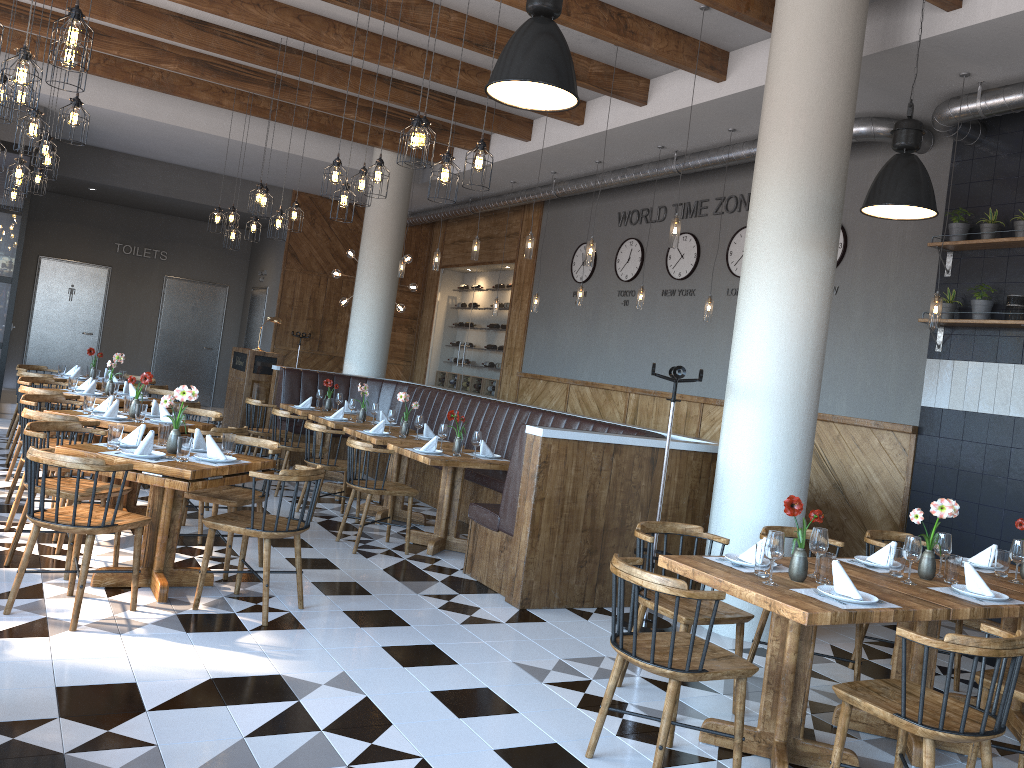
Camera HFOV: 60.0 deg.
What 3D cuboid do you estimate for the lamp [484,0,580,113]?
[{"bbox_3d":[0.205,-2.086,3.614,0.389,1.867,0.391,9,-2,-42],"label":"lamp"}]

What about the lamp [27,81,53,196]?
[{"bbox_3d":[-4.995,-3.076,9.576,0.175,2.073,0.175,8,-2,-17],"label":"lamp"}]

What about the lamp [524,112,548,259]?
[{"bbox_3d":[0.285,-2.202,8.705,0.078,1.966,0.078,8,-2,-11],"label":"lamp"}]

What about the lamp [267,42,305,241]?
[{"bbox_3d":[-2.192,-2.455,8.790,0.175,2.073,0.174,6,-2,43],"label":"lamp"}]

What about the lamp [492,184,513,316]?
[{"bbox_3d":[-0.107,-1.917,12.238,0.078,1.966,0.078,8,-2,2],"label":"lamp"}]

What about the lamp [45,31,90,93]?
[{"bbox_3d":[-2.175,-2.562,4.612,0.175,2.073,0.174,7,-2,35],"label":"lamp"}]

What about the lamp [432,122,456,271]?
[{"bbox_3d":[-0.782,-2.323,10.566,0.078,1.966,0.078,9,-2,-44],"label":"lamp"}]

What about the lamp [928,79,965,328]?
[{"bbox_3d":[3.188,-1.383,6.451,0.078,1.966,0.078,8,-2,2],"label":"lamp"}]

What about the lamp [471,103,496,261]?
[{"bbox_3d":[-0.282,-2.328,9.710,0.078,1.966,0.078,8,-2,5],"label":"lamp"}]

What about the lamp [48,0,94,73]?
[{"bbox_3d":[-2.068,-2.602,4.430,0.174,2.073,0.175,9,-2,-44],"label":"lamp"}]

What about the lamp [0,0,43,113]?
[{"bbox_3d":[-2.328,-2.404,4.436,0.174,2.073,0.175,9,-2,-44],"label":"lamp"}]

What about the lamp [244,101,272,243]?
[{"bbox_3d":[-2.936,-2.713,10.488,0.175,2.073,0.175,8,-2,-20],"label":"lamp"}]

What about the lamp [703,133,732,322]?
[{"bbox_3d":[2.003,-1.571,8.531,0.078,1.966,0.078,7,-2,10],"label":"lamp"}]

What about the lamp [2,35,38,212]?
[{"bbox_3d":[-5.139,-2.859,9.368,0.175,2.073,0.175,8,-2,-17],"label":"lamp"}]

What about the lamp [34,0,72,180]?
[{"bbox_3d":[-4.021,-2.862,7.921,0.175,2.073,0.174,6,-2,44],"label":"lamp"}]

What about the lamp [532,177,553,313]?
[{"bbox_3d":[0.420,-1.891,11.327,0.078,1.966,0.078,9,-2,-44],"label":"lamp"}]

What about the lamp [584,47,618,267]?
[{"bbox_3d":[0.801,-2.003,7.771,0.078,1.966,0.078,7,-2,10],"label":"lamp"}]

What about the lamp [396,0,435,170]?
[{"bbox_3d":[-0.470,-2.345,5.385,0.174,2.073,0.175,8,-2,-23],"label":"lamp"}]

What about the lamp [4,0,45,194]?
[{"bbox_3d":[-4.197,-2.708,7.767,0.174,2.073,0.175,9,-2,-35],"label":"lamp"}]

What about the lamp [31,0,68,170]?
[{"bbox_3d":[-3.942,-2.906,7.727,0.174,2.073,0.175,9,-2,-35],"label":"lamp"}]

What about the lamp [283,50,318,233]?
[{"bbox_3d":[-2.088,-2.576,8.997,0.175,2.073,0.174,7,-2,10],"label":"lamp"}]

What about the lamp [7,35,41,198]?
[{"bbox_3d":[-4.988,-2.968,9.196,0.175,2.073,0.174,6,-2,39],"label":"lamp"}]

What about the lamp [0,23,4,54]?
[{"bbox_3d":[-2.406,-2.544,4.241,0.175,2.073,0.174,7,-2,13],"label":"lamp"}]

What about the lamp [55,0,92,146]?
[{"bbox_3d":[-2.771,-2.618,5.865,0.174,2.073,0.175,9,-2,-44],"label":"lamp"}]

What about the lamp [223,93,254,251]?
[{"bbox_3d":[-3.172,-2.612,10.460,0.175,2.073,0.174,7,-2,14],"label":"lamp"}]

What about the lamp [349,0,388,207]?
[{"bbox_3d":[-1.080,-2.454,7.081,0.175,2.073,0.174,7,-2,20],"label":"lamp"}]

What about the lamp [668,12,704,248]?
[{"bbox_3d":[1.363,-2.019,6.811,0.078,1.966,0.078,7,-2,36],"label":"lamp"}]

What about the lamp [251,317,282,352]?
[{"bbox_3d":[-3.278,-0.535,11.759,0.170,0.757,0.444,7,-1,35],"label":"lamp"}]

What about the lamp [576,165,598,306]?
[{"bbox_3d":[0.920,-1.896,10.471,0.078,1.966,0.078,8,-2,5],"label":"lamp"}]

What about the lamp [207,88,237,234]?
[{"bbox_3d":[-3.361,-2.814,10.484,0.175,2.073,0.175,8,-2,3],"label":"lamp"}]

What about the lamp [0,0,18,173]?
[{"bbox_3d":[-4.304,-2.851,7.589,0.175,2.073,0.174,7,-2,21],"label":"lamp"}]

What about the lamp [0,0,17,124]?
[{"bbox_3d":[-3.155,-2.711,5.681,0.174,2.073,0.175,8,-2,-22],"label":"lamp"}]

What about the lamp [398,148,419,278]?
[{"bbox_3d":[-1.309,-2.349,11.477,0.078,1.966,0.078,8,-2,2],"label":"lamp"}]

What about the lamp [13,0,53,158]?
[{"bbox_3d":[-2.977,-2.512,5.748,0.175,2.073,0.175,8,-2,-11],"label":"lamp"}]

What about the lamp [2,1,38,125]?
[{"bbox_3d":[-3.132,-2.768,5.890,0.175,2.073,0.175,8,-2,-11],"label":"lamp"}]

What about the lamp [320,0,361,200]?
[{"bbox_3d":[-1.207,-2.421,6.663,0.175,2.073,0.175,8,-2,-3],"label":"lamp"}]

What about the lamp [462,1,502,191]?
[{"bbox_3d":[-0.090,-2.254,5.576,0.175,2.073,0.174,6,-2,45],"label":"lamp"}]

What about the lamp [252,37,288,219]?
[{"bbox_3d":[-2.290,-2.641,8.619,0.175,2.073,0.174,7,-2,32],"label":"lamp"}]

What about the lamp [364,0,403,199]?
[{"bbox_3d":[-0.929,-2.489,6.932,0.175,2.073,0.174,7,-2,31],"label":"lamp"}]

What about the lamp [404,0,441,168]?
[{"bbox_3d":[-0.452,-2.403,5.594,0.175,2.073,0.175,8,-2,-12],"label":"lamp"}]

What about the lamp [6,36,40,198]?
[{"bbox_3d":[-5.209,-3.048,9.567,0.174,2.073,0.175,8,-2,-28],"label":"lamp"}]

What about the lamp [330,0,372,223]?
[{"bbox_3d":[-1.184,-2.289,6.877,0.175,2.073,0.174,7,-2,31],"label":"lamp"}]

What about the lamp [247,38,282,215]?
[{"bbox_3d":[-2.391,-2.714,8.798,0.175,2.073,0.174,6,-2,43],"label":"lamp"}]

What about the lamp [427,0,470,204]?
[{"bbox_3d":[-0.294,-2.147,5.455,0.175,2.073,0.175,8,-2,-12],"label":"lamp"}]

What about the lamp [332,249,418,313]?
[{"bbox_3d":[-2.115,-2.007,14.067,1.188,2.194,1.158,7,-1,21],"label":"lamp"}]

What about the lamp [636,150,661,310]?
[{"bbox_3d":[1.487,-1.769,9.466,0.078,1.966,0.078,8,-2,-22],"label":"lamp"}]

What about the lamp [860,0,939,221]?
[{"bbox_3d":[2.188,-1.837,4.758,0.391,1.867,0.389,7,-2,38],"label":"lamp"}]

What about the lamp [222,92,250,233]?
[{"bbox_3d":[-3.254,-2.860,10.668,0.175,2.073,0.174,7,-2,14],"label":"lamp"}]
